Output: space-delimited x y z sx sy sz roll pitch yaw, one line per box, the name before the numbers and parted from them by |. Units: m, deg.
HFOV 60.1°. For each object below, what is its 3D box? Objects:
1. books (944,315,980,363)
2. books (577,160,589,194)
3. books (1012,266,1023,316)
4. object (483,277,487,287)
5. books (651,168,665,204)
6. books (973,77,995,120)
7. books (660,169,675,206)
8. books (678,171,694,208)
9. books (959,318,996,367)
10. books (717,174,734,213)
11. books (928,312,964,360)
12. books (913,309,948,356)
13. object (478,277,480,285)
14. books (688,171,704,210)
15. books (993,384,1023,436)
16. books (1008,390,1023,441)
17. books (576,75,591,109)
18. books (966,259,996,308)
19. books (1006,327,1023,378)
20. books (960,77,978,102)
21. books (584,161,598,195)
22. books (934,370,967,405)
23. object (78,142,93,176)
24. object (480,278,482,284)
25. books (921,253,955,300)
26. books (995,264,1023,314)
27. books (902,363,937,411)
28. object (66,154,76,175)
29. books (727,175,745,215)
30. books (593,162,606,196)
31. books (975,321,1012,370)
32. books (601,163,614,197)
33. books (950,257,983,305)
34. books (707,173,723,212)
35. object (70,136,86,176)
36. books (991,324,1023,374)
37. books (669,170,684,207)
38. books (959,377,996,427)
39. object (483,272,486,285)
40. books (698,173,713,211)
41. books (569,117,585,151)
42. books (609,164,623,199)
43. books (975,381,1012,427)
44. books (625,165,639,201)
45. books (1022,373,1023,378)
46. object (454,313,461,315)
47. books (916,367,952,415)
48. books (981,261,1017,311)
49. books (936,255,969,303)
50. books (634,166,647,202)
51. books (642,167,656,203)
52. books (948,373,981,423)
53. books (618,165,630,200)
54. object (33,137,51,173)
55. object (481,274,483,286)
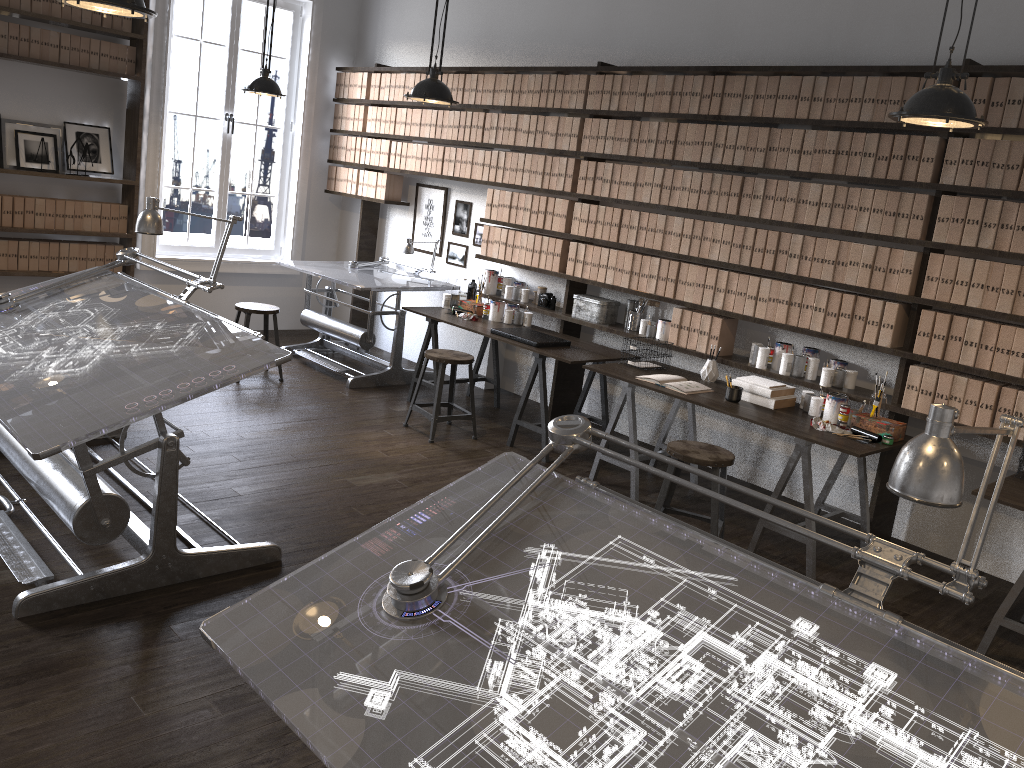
books | 2.163 -0.214 4.253 0.175 0.223 0.067 -3 15 -44
books | 0.530 -1.375 5.936 0.175 0.223 0.067 -3 15 -44
books | 2.363 -0.419 4.033 0.175 0.223 0.067 -3 15 -44
object | -0.213 -0.679 6.376 0.006 0.191 0.056 -2 14 -44
books | 0.953 -1.216 5.487 0.175 0.224 0.067 -3 15 -44
books | 2.221 -1.306 4.143 0.175 0.224 0.067 -3 15 -44
books | 1.003 -1.198 5.441 0.175 0.223 0.067 -3 15 -44
books | 1.096 -1.163 5.341 0.174 0.223 0.067 -3 15 -44
books | 2.208 -0.196 4.199 0.174 0.223 0.067 -3 15 -44
books | 1.283 -1.095 5.150 0.175 0.223 0.067 -3 15 -44
books | 2.108 -0.232 4.302 0.175 0.224 0.067 -3 15 -44
books | 2.062 -0.251 4.358 0.175 0.223 0.067 -3 15 -44
object | -0.230 -0.677 6.388 0.008 0.184 0.072 -2 14 -43
books | 1.142 -1.145 5.287 0.175 0.223 0.067 -3 15 -44
books | 2.313 0.123 4.107 0.175 0.223 0.067 -3 15 -44
books | 2.358 0.142 4.053 0.174 0.223 0.067 -3 15 -44
books | 0.522 -1.936 5.913 0.175 0.223 0.067 -3 15 -44
books | 2.228 -0.468 4.170 0.175 0.223 0.067 -3 15 -44
books | 2.348 -0.143 4.051 0.175 0.224 0.067 -3 15 -44
books | 2.175 -1.325 4.199 0.175 0.223 0.067 -3 15 -44
books | 0.576 -1.356 5.880 0.175 0.224 0.067 -3 15 -44
books | 2.120 0.054 4.298 0.175 0.224 0.067 -3 15 -44
object | -3.287 -1.732 6.835 0.111 0.259 0.040 -3 14 -44
object | -0.238 -0.675 6.388 0.022 0.178 0.006 4 11 -21
books | 2.087 -0.521 4.323 0.174 0.223 0.067 -3 15 -44
books | 2.313 -0.435 4.077 0.175 0.224 0.067 -3 15 -44
books | 2.025 0.018 4.402 0.174 0.223 0.067 -3 15 -44
object | -3.344 -1.662 6.710 0.066 0.164 0.040 -3 14 -44
books | 1.329 -1.076 5.094 0.175 0.224 0.067 -3 15 -44
books | 0.630 -1.337 5.831 0.175 0.223 0.067 -3 15 -44
books | 2.259 -0.178 4.152 0.174 0.223 0.067 -3 15 -44
books | 0.675 -1.319 5.778 0.174 0.223 0.067 -3 15 -44
books | 2.177 -0.486 4.220 0.175 0.224 0.067 -3 15 -44
books | 1.237 -1.111 5.195 0.175 0.223 0.067 -3 15 -44
object | -3.316 -1.741 6.764 0.118 0.301 0.040 -3 14 -44
books | 2.307 -0.160 4.102 0.175 0.223 0.067 -3 15 -44
books | 1.052 -1.181 5.393 0.174 0.223 0.067 -3 15 -44
books | 2.212 0.086 4.212 0.175 0.223 0.067 -3 15 -44
object | -0.210 -0.695 6.386 0.021 0.226 0.007 1 12 -32
books | 1.191 -1.127 5.236 0.175 0.224 0.067 -3 15 -44
books | 0.483 -1.669 5.967 0.175 0.224 0.067 -3 15 -44
books | 0.726 -1.302 5.731 0.174 0.223 0.067 -3 15 -44
books | 2.258 0.105 4.156 0.175 0.224 0.067 -3 15 -44
books | 0.815 -1.266 5.629 0.175 0.224 0.067 -3 15 -44
books | 2.396 -0.127 4.007 0.175 0.223 0.067 -3 15 -44
object | -0.389 -0.494 6.263 0.006 0.006 0.157 13 14 24
books | 2.072 0.036 4.349 0.175 0.223 0.067 -3 15 -44
books | 2.271 -0.452 4.127 0.175 0.223 0.067 -3 15 -44
books | 2.133 -0.504 4.272 0.175 0.223 0.067 -3 15 -44
books | 0.864 -1.250 5.585 0.175 0.223 0.067 -3 15 -44
books | 0.905 -1.234 5.540 0.175 0.223 0.067 -3 15 -44
books | 2.166 0.070 4.256 0.175 0.223 0.067 -3 15 -44
books | 0.774 -1.284 5.681 0.175 0.223 0.067 -3 15 -44
object | -3.496 -1.703 6.588 0.124 0.258 0.040 -3 14 -44
object | -0.226 -0.685 6.368 0.007 0.212 0.055 6 10 -9
